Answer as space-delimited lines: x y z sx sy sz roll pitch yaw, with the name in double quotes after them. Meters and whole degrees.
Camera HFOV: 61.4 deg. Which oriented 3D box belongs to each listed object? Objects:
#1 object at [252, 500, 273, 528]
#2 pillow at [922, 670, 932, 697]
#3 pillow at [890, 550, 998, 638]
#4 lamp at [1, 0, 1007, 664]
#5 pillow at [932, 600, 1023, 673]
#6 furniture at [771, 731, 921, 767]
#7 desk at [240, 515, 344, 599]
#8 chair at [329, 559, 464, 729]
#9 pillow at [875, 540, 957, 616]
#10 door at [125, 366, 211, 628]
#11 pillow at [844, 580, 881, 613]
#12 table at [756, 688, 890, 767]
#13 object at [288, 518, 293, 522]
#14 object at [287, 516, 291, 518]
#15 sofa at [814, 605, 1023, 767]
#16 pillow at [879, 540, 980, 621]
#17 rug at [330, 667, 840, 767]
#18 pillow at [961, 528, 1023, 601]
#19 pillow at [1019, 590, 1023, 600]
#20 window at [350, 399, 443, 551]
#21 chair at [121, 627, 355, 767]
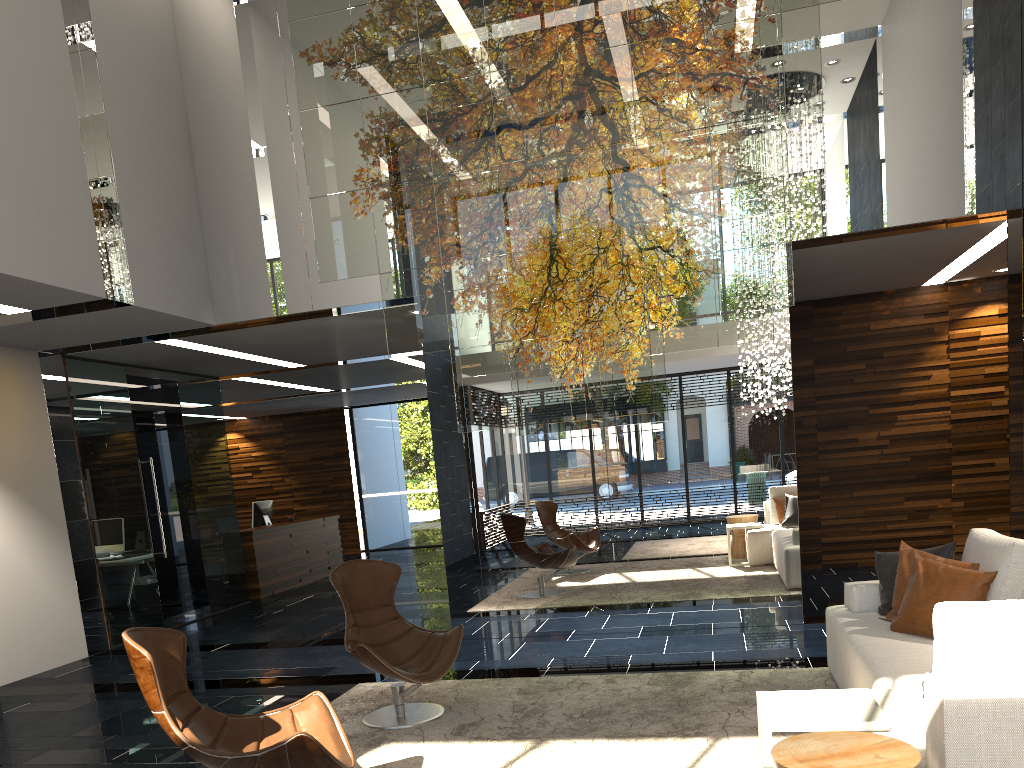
-3.590 1.942 12.501 0.190 0.499 0.475 -3 2 18 "object"
1.741 0.962 3.146 0.499 0.371 0.298 -5 2 -27 "pillow"
2.017 1.010 4.090 0.266 0.418 0.518 -6 0 -17 "pillow"
-3.702 -46.297 0.579 402.382 115.695 393.215 -9 -6 38 "lamp"
1.642 0.859 2.576 0.715 0.468 0.212 -6 5 15 "pillow"
0.956 1.298 2.459 0.385 0.530 0.393 -8 4 -42 "furniture"
-3.414 2.479 12.506 0.883 0.898 2.641 -5 -4 13 "desk"
-0.715 1.485 4.970 0.792 0.945 0.661 -3 4 41 "chair"
2.102 1.021 4.514 0.252 0.420 0.555 -8 1 -30 "pillow"
-3.709 1.245 9.448 0.102 2.894 0.849 -3 7 13 "door"
2.184 1.163 4.794 0.625 0.154 0.237 -6 -1 8 "pillow"
1.102 1.370 3.081 0.402 0.473 0.392 -5 3 13 "table"
-3.261 2.008 12.724 0.077 0.060 0.075 -6 0 37 "object"
-3.282 1.976 12.733 0.076 0.104 0.149 -2 1 43 "object"
1.905 1.236 3.664 1.297 0.689 2.816 -6 -5 13 "sofa"
2.076 1.000 4.299 0.241 0.435 0.548 -7 1 -22 "pillow"
1.440 1.641 3.771 5.929 0.006 3.174 -7 -6 13 "rug"
2.302 0.943 4.132 0.249 0.456 0.709 -4 -1 13 "pillow"
2.099 0.887 3.268 0.291 0.441 0.709 -4 -1 14 "pillow"
-1.076 1.661 16.427 3.975 2.893 0.058 -5 8 13 "window"
-1.017 1.358 3.325 0.782 0.946 0.669 -6 4 -19 "chair"
